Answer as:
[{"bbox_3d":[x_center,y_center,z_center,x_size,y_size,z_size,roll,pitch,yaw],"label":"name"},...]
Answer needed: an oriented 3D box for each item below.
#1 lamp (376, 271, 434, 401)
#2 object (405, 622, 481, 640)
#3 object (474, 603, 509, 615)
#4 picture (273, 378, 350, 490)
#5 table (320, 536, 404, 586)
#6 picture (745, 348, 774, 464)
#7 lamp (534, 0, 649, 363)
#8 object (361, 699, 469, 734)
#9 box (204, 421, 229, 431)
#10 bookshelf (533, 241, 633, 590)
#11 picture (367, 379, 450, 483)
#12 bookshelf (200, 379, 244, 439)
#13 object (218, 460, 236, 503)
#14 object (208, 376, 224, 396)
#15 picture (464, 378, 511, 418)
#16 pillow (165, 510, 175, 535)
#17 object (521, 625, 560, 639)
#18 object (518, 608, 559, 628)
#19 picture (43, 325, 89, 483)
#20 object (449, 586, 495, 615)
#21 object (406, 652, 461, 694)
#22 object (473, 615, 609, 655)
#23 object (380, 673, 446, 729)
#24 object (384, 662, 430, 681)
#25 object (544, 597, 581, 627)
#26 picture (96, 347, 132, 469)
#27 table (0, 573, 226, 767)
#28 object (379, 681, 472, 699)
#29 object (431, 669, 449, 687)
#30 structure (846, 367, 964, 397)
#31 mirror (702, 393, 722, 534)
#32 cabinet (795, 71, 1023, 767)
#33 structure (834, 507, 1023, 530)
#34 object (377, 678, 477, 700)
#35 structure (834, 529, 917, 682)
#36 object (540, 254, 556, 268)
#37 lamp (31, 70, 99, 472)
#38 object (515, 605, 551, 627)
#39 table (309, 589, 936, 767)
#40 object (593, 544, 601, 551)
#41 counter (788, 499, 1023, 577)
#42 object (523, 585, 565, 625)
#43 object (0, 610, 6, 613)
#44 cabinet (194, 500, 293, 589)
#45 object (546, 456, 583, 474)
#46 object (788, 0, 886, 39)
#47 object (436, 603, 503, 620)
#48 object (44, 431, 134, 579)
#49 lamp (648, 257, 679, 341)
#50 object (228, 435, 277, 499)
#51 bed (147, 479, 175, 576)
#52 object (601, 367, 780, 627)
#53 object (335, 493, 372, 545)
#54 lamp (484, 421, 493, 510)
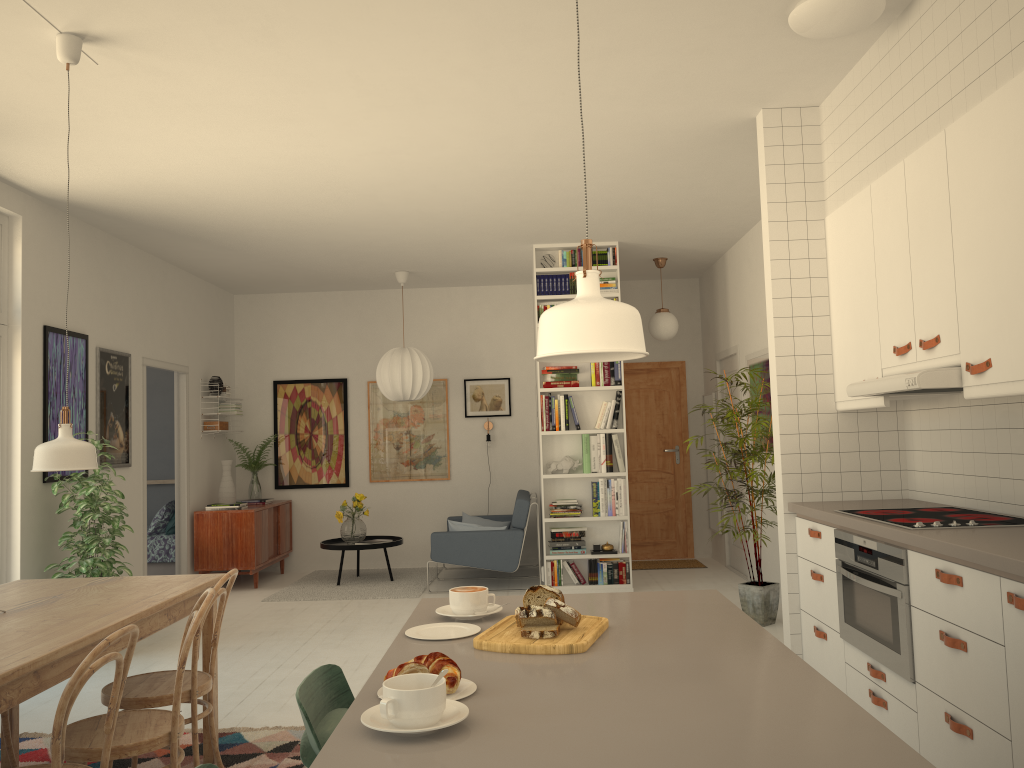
[{"bbox_3d":[-1.024,-0.453,8.385,0.536,1.229,0.536,-5,-5,35],"label":"lamp"},{"bbox_3d":[-0.152,0.546,1.956,0.167,0.005,0.167,-2,-4,-3],"label":"object"},{"bbox_3d":[-0.044,0.536,2.106,0.027,0.011,0.132,-5,-5,40],"label":"object"},{"bbox_3d":[-2.096,0.519,9.255,0.778,1.134,0.018,-2,-4,1],"label":"picture"},{"bbox_3d":[-1.387,1.644,8.232,0.761,0.386,0.760,-3,-4,17],"label":"table"},{"bbox_3d":[1.954,0.178,6.945,0.012,0.877,0.822,-2,-4,1],"label":"picture"},{"bbox_3d":[0.134,-0.795,1.824,0.229,1.491,0.229,-2,-4,2],"label":"lamp"},{"bbox_3d":[-0.144,0.499,1.318,0.160,0.020,0.160,-2,-4,-3],"label":"object"},{"bbox_3d":[-2.823,0.402,8.462,0.152,0.084,0.265,-2,-4,1],"label":"box"},{"bbox_3d":[0.582,0.274,7.439,0.710,2.902,0.249,-2,-4,1],"label":"bookshelf"},{"bbox_3d":[-1.077,0.484,9.241,0.838,1.053,0.012,-2,-4,1],"label":"picture"},{"bbox_3d":[-2.820,0.249,8.651,0.184,0.565,0.695,-2,-4,1],"label":"bookshelf"},{"bbox_3d":[-2.697,0.943,8.394,0.160,0.446,0.158,-5,-5,41],"label":"object"},{"bbox_3d":[-2.812,0.020,8.421,0.139,0.200,0.139,2,-5,-45],"label":"object"},{"bbox_3d":[-0.255,0.144,9.247,0.481,0.402,0.015,-2,-4,1],"label":"picture"},{"bbox_3d":[-3.195,1.310,8.778,0.237,0.385,0.766,-2,-4,-1],"label":"pillow"},{"bbox_3d":[0.057,0.506,1.813,0.077,0.017,0.068,-2,-4,9],"label":"object"},{"bbox_3d":[0.055,0.489,1.844,0.083,0.055,0.073,-2,-4,8],"label":"object"},{"bbox_3d":[-2.950,0.141,5.878,0.018,1.000,0.545,-2,-4,1],"label":"picture"},{"bbox_3d":[-0.101,0.519,2.123,0.098,0.064,0.094,1,-5,-41],"label":"object"},{"bbox_3d":[-0.131,0.488,1.507,0.131,0.060,0.070,-5,-5,39],"label":"object"},{"bbox_3d":[0.067,0.528,1.882,0.237,0.019,0.306,-3,-4,17],"label":"object"},{"bbox_3d":[-0.145,0.473,1.317,0.094,0.060,0.098,-2,-4,-2],"label":"object"},{"bbox_3d":[-0.175,0.488,1.475,0.060,0.059,0.074,0,-4,-30],"label":"object"},{"bbox_3d":[0.106,0.483,1.869,0.079,0.067,0.074,-2,-4,3],"label":"object"},{"bbox_3d":[-2.938,0.185,6.558,0.020,0.869,0.525,-2,-4,1],"label":"picture"},{"bbox_3d":[-1.654,1.134,2.835,0.894,0.749,1.797,-2,-4,1],"label":"table"},{"bbox_3d":[-0.142,0.515,1.492,0.122,0.005,0.120,-3,-4,19],"label":"object"},{"bbox_3d":[-0.127,0.455,1.305,0.102,0.086,0.028,-5,-5,42],"label":"object"},{"bbox_3d":[1.644,-0.007,3.412,0.482,0.073,0.680,-2,-4,1],"label":"structure"},{"bbox_3d":[1.996,0.782,8.854,0.029,1.371,0.500,-2,-4,1],"label":"mirror"},{"bbox_3d":[0.451,0.143,1.942,2.853,2.161,4.842,-2,-4,1],"label":"cabinet"},{"bbox_3d":[1.616,0.518,3.388,0.504,0.057,0.763,-2,-4,1],"label":"structure"},{"bbox_3d":[-0.143,0.517,1.496,0.167,0.005,0.167,-2,-4,-3],"label":"object"},{"bbox_3d":[1.675,0.800,3.361,0.704,0.447,0.682,-2,-4,1],"label":"structure"},{"bbox_3d":[0.303,-1.030,7.470,0.131,0.131,0.131,-2,-4,-3],"label":"object"},{"bbox_3d":[-1.704,-0.471,3.387,0.229,1.596,0.229,-5,-5,36],"label":"lamp"},{"bbox_3d":[0.048,0.489,1.872,0.083,0.057,0.072,-2,-4,7],"label":"object"},{"bbox_3d":[0.153,0.953,1.651,0.794,0.865,1.423,-2,-4,1],"label":"table"},{"bbox_3d":[0.699,1.350,7.318,0.058,0.055,0.058,-2,-4,1],"label":"object"},{"bbox_3d":[0.462,0.540,1.915,2.856,0.163,4.842,-2,-4,1],"label":"counter"},{"bbox_3d":[0.071,0.480,1.953,0.086,0.087,0.090,-2,-4,9],"label":"object"},{"bbox_3d":[-1.757,0.698,2.918,0.095,0.138,0.154,-2,-4,1],"label":"object"},{"bbox_3d":[-2.556,1.535,8.547,0.546,0.728,1.262,-2,-4,1],"label":"cabinet"},{"bbox_3d":[0.436,0.671,7.370,0.311,0.150,0.137,-2,-4,9],"label":"object"},{"bbox_3d":[1.239,-1.401,3.385,0.351,0.101,0.351,-5,-5,43],"label":"object"},{"bbox_3d":[-0.102,0.547,2.119,0.160,0.020,0.160,0,-4,-33],"label":"object"},{"bbox_3d":[-2.634,1.005,5.553,0.568,1.425,0.513,-6,-5,44],"label":"object"},{"bbox_3d":[1.384,-0.777,8.176,0.275,0.768,0.275,-2,-4,-5],"label":"lamp"},{"bbox_3d":[-2.601,0.858,9.039,0.476,0.686,0.397,-2,-4,3],"label":"object"},{"bbox_3d":[-3.863,1.464,8.743,1.656,0.974,0.933,-2,-4,1],"label":"bed"},{"bbox_3d":[1.396,0.785,6.493,0.778,1.712,2.087,-1,-4,-18],"label":"object"},{"bbox_3d":[-1.492,1.257,8.290,0.291,0.471,0.361,-5,-5,39],"label":"object"},{"bbox_3d":[-0.359,1.058,9.123,0.360,1.417,0.112,-2,-4,1],"label":"lamp"}]
